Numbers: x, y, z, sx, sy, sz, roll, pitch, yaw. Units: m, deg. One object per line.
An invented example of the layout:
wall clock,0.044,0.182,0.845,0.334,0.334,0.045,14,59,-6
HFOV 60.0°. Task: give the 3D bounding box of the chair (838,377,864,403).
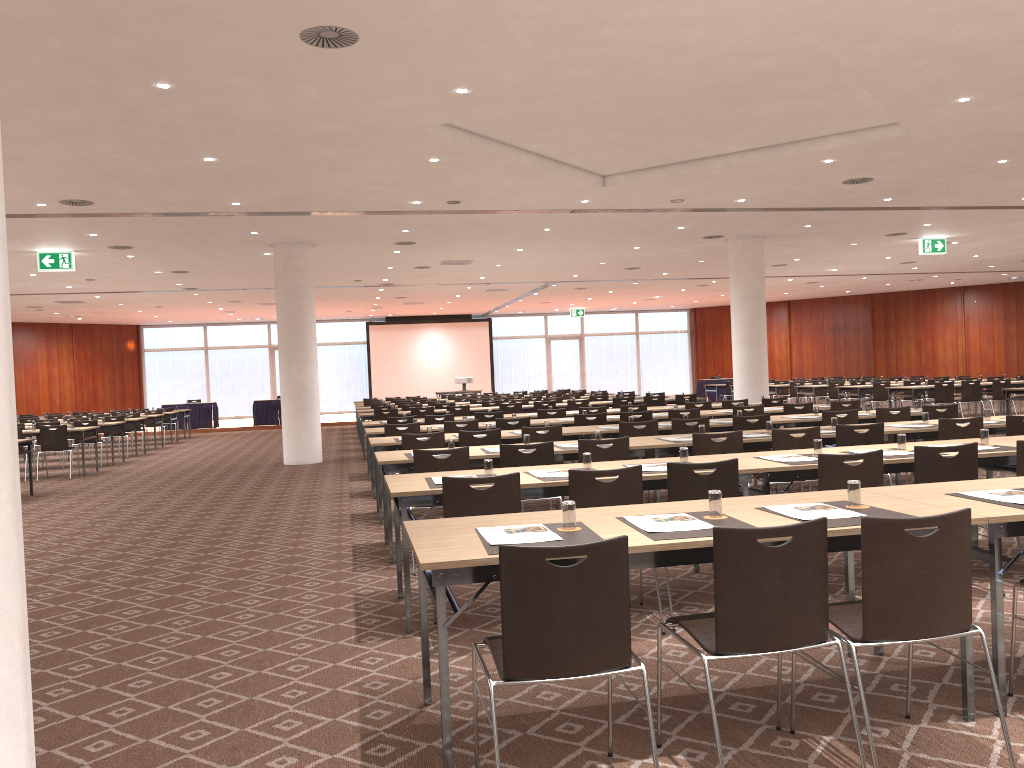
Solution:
chair,10.237,0.259,26.785,0.535,0.940,0.613,-3,1,-11

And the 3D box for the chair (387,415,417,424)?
chair,-1.596,0.932,12.943,0.535,0.940,0.613,-3,1,-11

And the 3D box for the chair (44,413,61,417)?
chair,-12.664,1.264,24.598,0.535,0.940,0.613,-3,1,-12

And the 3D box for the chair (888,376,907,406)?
chair,10.680,0.263,24.916,0.535,0.940,0.613,-3,1,-13

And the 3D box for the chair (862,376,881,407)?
chair,10.807,0.232,27.035,0.535,0.940,0.613,-3,1,-9

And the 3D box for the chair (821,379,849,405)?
chair,8.966,0.340,24.594,0.535,0.940,0.613,-3,1,-13

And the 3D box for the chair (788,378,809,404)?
chair,9.188,0.282,28.623,0.535,0.940,0.613,-3,1,-13

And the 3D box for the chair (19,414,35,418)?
chair,-13.301,1.294,24.396,0.535,0.940,0.613,-3,1,-13

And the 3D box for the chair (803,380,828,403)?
chair,8.396,0.367,24.404,0.535,0.940,0.613,-3,1,-10

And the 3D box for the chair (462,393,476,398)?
chair,-1.297,0.753,26.699,0.535,0.940,0.613,-3,1,-11

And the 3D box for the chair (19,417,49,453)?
chair,-11.245,1.249,20.795,0.535,0.940,0.613,-3,1,-14

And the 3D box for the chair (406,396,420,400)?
chair,-2.945,0.827,26.389,0.535,0.940,0.613,-3,1,-13

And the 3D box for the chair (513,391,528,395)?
chair,0.239,0.684,26.988,0.535,0.940,0.613,-3,1,-12

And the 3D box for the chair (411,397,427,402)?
chair,-2.544,0.833,24.465,0.535,0.940,0.613,-3,1,-8

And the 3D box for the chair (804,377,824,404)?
chair,9.879,0.250,28.835,0.535,0.940,0.613,-3,1,-13

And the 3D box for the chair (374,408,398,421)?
chair,-2.309,0.921,16.370,0.535,0.940,0.613,-3,1,-9

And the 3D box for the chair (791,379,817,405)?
chair,8.725,0.328,26.501,0.535,0.940,0.613,-3,1,-12

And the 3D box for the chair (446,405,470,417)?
chair,-1.007,0.863,16.580,0.535,0.940,0.613,-3,1,-10

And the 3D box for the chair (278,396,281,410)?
chair,-7.735,0.860,30.024,0.535,0.940,0.613,-3,1,-8

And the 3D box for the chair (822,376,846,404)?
chair,10.491,0.223,28.868,0.535,0.940,0.613,-3,1,-11

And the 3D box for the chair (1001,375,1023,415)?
chair,12.030,0.253,21.018,0.535,0.940,0.613,-3,1,-11

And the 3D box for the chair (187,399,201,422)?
chair,-10.581,0.988,29.489,0.535,0.940,0.613,-3,1,-8

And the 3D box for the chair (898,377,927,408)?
chair,10.345,0.303,22.818,0.535,0.940,0.613,-3,1,-9

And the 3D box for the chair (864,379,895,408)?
chair,9.342,0.349,22.547,0.535,0.940,0.613,-3,1,-13

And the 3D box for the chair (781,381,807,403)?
chair,7.788,0.392,24.433,0.535,0.940,0.613,-3,1,-12

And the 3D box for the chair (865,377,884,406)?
chair,10.023,0.292,24.853,0.535,0.940,0.613,-3,1,-9

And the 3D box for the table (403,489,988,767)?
table,0.719,0.997,3.814,2.267,0.833,0.953,-3,1,-11

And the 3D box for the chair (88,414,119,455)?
chair,-9.714,1.181,21.083,0.535,0.940,0.613,-3,1,-9

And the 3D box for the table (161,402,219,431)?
table,-10.491,1.050,28.893,1.712,0.832,1.041,-3,1,-11

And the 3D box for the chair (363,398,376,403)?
chair,-4.153,0.881,26.198,0.535,0.940,0.613,-3,1,-8

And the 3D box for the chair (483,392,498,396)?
chair,-0.650,0.723,26.899,0.535,0.940,0.613,-3,1,-8

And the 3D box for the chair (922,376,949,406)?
chair,10.973,0.276,22.854,0.535,0.940,0.613,-3,1,-8

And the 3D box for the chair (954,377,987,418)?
chair,10.714,0.312,20.770,0.535,0.940,0.613,-3,1,-12

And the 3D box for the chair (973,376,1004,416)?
chair,11.370,0.281,21.036,0.535,0.940,0.613,-3,1,-9

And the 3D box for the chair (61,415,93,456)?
chair,-10.337,1.208,21.026,0.535,0.940,0.613,-3,1,-10

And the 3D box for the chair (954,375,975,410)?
chair,11.644,0.244,23.123,0.535,0.940,0.613,-3,1,-12

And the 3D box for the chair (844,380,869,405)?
chair,8.697,0.377,22.509,0.535,0.940,0.613,-3,1,-13

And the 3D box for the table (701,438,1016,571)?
table,2.577,0.889,6.198,2.267,0.833,0.953,-3,1,-11

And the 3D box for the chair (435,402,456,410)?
chair,-1.401,0.855,18.619,0.535,0.940,0.613,-3,1,-9

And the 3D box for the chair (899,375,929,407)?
chair,11.306,0.236,24.951,0.535,0.940,0.613,-3,1,-9

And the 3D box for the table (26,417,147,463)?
table,-9.394,1.237,19.718,2.267,0.833,0.953,-3,1,-11

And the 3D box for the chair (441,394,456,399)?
chair,-1.908,0.780,26.620,0.535,0.940,0.613,-3,1,-10

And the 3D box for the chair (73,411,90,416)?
chair,-11.972,1.232,24.788,0.535,0.940,0.613,-3,1,-12

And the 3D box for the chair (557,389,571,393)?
chair,1.568,0.624,27.238,0.535,0.940,0.613,-3,1,-8

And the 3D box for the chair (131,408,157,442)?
chair,-10.406,1.163,25.022,0.535,0.940,0.613,-3,1,-8

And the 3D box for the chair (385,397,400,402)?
chair,-3.528,0.853,26.358,0.535,0.940,0.613,-3,1,-10

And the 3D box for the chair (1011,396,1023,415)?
chair,11.104,0.317,18.952,0.535,0.940,0.613,-3,1,-11

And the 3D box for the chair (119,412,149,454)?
chair,-9.024,1.150,21.130,0.535,0.940,0.613,-3,1,-9

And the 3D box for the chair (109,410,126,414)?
chair,-10.988,1.190,24.830,0.535,0.940,0.613,-3,1,-12

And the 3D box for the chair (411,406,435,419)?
chair,-1.662,0.892,16.535,0.535,0.940,0.613,-3,1,-10

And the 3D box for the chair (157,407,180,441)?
chair,-9.754,1.134,25.062,0.535,0.940,0.613,-3,1,-10

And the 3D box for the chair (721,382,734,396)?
chair,6.958,0.382,28.204,0.535,0.940,0.613,-3,1,-8

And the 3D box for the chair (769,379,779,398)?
chair,8.262,0.322,28.591,0.535,0.940,0.613,-3,1,-9

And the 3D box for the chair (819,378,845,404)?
chair,9.660,0.284,26.759,0.535,0.940,0.613,-3,1,-12

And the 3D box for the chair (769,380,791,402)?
chair,7.987,0.359,26.505,0.535,0.940,0.613,-3,1,-9

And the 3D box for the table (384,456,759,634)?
table,0.348,0.989,5.779,2.267,0.833,0.953,-3,1,-11

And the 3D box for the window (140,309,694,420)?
window,-3.327,-0.882,37.083,22.959,3.873,0.217,-3,1,-11

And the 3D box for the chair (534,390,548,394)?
chair,0.866,0.655,27.184,0.535,0.940,0.613,-3,1,-12
